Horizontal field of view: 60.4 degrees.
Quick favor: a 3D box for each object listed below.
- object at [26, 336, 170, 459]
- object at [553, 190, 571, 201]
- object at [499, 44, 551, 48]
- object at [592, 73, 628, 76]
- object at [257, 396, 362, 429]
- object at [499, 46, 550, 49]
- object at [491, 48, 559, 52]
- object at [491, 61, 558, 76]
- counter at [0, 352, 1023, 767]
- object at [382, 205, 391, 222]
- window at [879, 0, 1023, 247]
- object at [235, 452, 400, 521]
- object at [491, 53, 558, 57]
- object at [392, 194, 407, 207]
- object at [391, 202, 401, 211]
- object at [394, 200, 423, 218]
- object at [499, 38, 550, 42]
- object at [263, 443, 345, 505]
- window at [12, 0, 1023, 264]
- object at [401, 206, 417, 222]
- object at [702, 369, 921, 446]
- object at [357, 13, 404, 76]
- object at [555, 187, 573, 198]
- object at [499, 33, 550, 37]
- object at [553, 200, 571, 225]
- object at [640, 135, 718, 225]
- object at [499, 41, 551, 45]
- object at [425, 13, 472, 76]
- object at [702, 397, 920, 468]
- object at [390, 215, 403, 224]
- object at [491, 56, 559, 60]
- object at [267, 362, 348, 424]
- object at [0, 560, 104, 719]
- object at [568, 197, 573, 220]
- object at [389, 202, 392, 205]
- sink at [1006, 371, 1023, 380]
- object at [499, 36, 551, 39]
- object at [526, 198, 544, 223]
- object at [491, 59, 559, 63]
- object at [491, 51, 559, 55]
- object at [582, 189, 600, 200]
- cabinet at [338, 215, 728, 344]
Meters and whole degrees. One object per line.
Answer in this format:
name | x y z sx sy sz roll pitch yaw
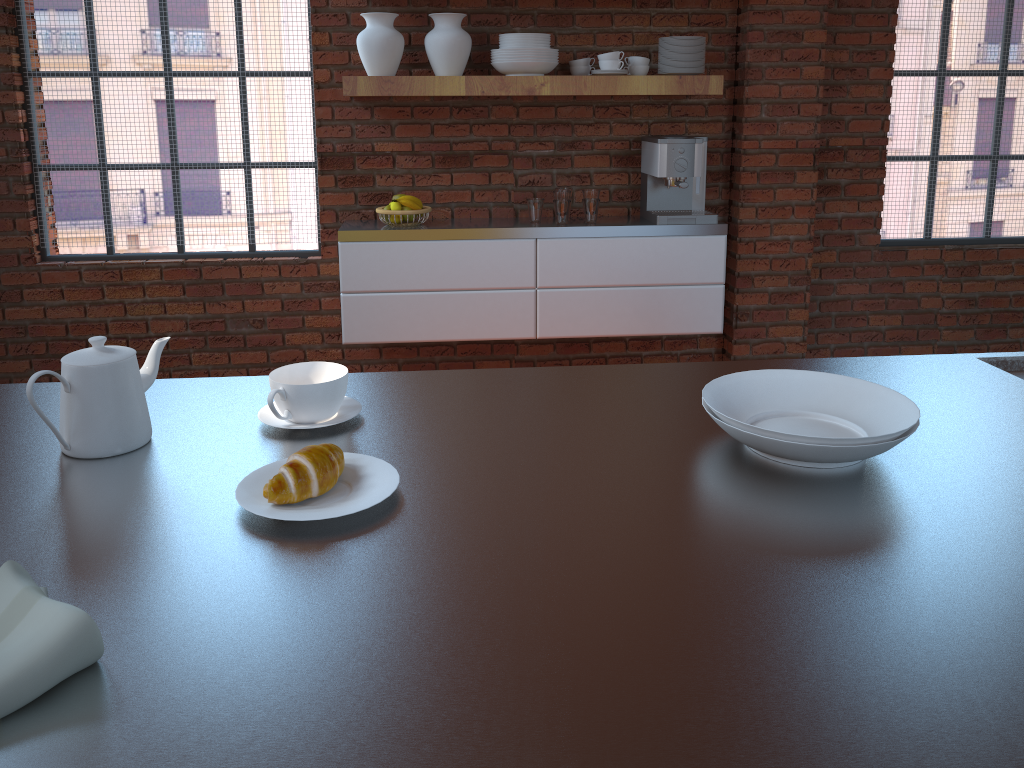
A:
object | -0.567 0.008 1.224 0.118 0.152 0.203 0 15 1
object | 0.212 -0.764 3.714 0.078 0.101 0.080 6 15 24
object | 0.053 -1.370 3.634 0.214 0.054 0.220 -4 18 -13
object | 0.405 -1.282 3.650 0.156 0.012 0.156 -17 24 -42
object | -0.304 0.046 1.330 0.154 0.012 0.158 7 19 22
object | 0.053 -1.360 3.635 0.214 0.054 0.220 -4 18 -13
object | 0.053 -1.351 3.637 0.283 0.054 0.289 -7 19 -21
object | 0.053 -1.302 3.647 0.283 0.054 0.289 -7 19 -21
counter | 0.074 0.191 1.093 3.142 0.127 1.054 -2 18 -5
object | -0.513 -0.722 3.730 0.074 0.074 0.074 -9 17 -29
window | 2.334 -1.468 4.124 1.268 1.631 0.086 -2 11 -5
object | -0.234 0.127 1.070 0.195 0.013 0.200 5 18 15
object | 0.053 -1.333 3.641 0.283 0.054 0.289 -7 19 -21
object | -0.475 -0.778 3.742 0.068 0.060 0.071 3 15 11
object | -0.486 -0.741 3.686 0.045 0.051 0.053 -4 15 -16
object | -0.416 -0.732 3.687 0.064 0.092 0.180 8 18 30
object | 0.053 -1.391 3.629 0.214 0.054 0.220 -4 18 -13
object | -0.246 0.103 1.069 0.062 0.050 0.141 3 17 13
window | 1.609 -1.954 6.355 17.455 9.681 3.716 -5 13 -15
object | -0.439 -0.719 3.721 0.076 0.064 0.079 8 17 27
object | 0.405 0.048 1.210 0.284 0.054 0.287 -11 21 -32
object | -0.535 -1.377 3.587 0.194 0.243 0.196 9 16 33
object | 0.225 -0.801 3.832 0.078 0.101 0.080 6 15 24
object | 0.052 -1.409 3.626 0.214 0.054 0.220 -4 18 -13
object | 0.212 -0.727 3.721 0.078 0.101 0.080 6 15 24
object | 0.728 -0.890 3.802 0.271 0.361 0.390 -1 15 -5
object | 0.053 -1.381 3.631 0.214 0.054 0.220 -4 18 -13
object | -0.262 -1.386 3.612 0.194 0.243 0.196 -9 16 -32
object | 0.405 0.058 1.212 0.284 0.054 0.287 -11 21 -32
object | -0.483 -0.692 3.683 0.056 0.045 0.047 8 16 27
object | 0.053 -1.323 3.643 0.283 0.054 0.289 -7 19 -21
object | -0.308 0.017 1.323 0.125 0.068 0.119 -6 17 -20
object | -0.464 0.214 0.724 0.198 0.060 0.207 -16 23 -41
object | 0.226 -0.764 3.839 0.078 0.101 0.080 6 15 24
object | -0.507 -0.763 3.781 0.045 0.046 0.057 7 17 26
sink | 1.193 0.116 1.509 0.613 0.194 0.420 -2 17 -5
object | 0.052 -1.399 3.628 0.214 0.054 0.220 -4 18 -13
object | 0.101 -0.745 3.786 0.078 0.101 0.079 -10 17 -34
object | 0.053 -1.312 3.645 0.283 0.054 0.289 -7 19 -21
object | 0.053 -1.341 3.639 0.283 0.054 0.289 -7 19 -21
object | 0.337 -0.775 3.747 0.078 0.101 0.080 1 14 7
cabinet | 0.087 -0.471 3.844 1.622 0.464 0.346 -2 14 -5
